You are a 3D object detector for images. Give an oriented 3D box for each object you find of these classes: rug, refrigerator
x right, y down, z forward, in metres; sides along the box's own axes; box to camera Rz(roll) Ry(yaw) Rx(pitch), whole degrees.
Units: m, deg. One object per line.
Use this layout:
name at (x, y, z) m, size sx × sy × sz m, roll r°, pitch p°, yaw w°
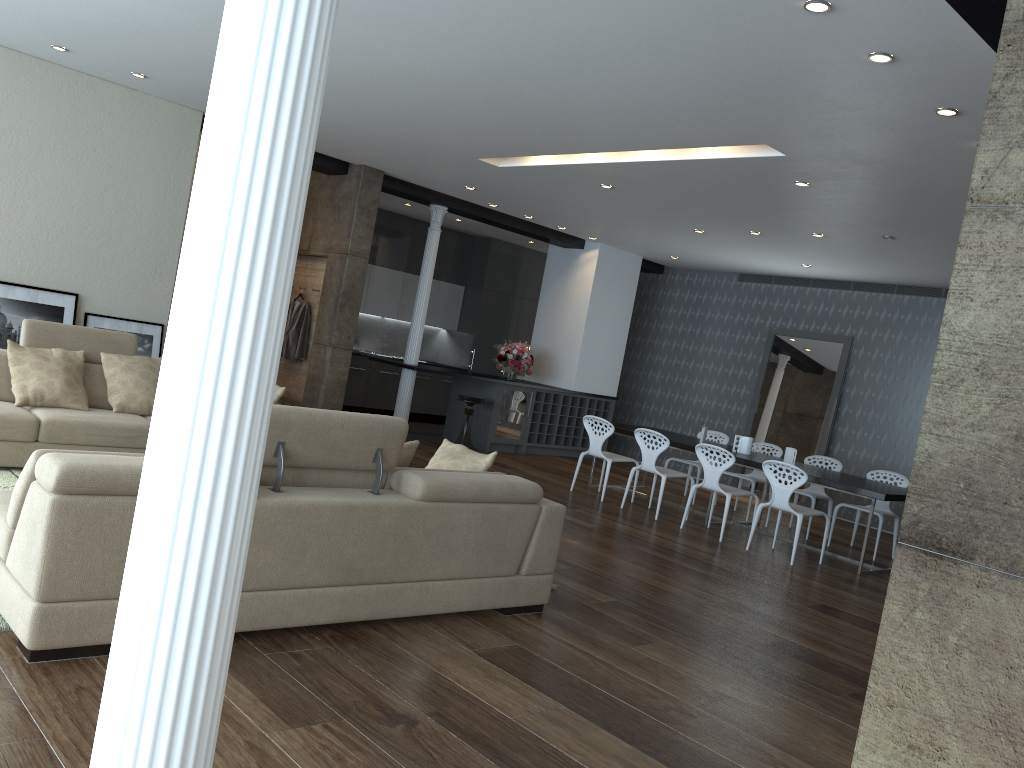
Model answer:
rug at (-2.255, 0.762, 4.913) m, size 4.231 × 0.020 × 2.972 m, roll 8°, pitch 3°, yaw -43°
refrigerator at (-0.008, 0.399, 11.573) m, size 0.578 × 0.774 × 0.075 m, roll 9°, pitch 3°, yaw -39°

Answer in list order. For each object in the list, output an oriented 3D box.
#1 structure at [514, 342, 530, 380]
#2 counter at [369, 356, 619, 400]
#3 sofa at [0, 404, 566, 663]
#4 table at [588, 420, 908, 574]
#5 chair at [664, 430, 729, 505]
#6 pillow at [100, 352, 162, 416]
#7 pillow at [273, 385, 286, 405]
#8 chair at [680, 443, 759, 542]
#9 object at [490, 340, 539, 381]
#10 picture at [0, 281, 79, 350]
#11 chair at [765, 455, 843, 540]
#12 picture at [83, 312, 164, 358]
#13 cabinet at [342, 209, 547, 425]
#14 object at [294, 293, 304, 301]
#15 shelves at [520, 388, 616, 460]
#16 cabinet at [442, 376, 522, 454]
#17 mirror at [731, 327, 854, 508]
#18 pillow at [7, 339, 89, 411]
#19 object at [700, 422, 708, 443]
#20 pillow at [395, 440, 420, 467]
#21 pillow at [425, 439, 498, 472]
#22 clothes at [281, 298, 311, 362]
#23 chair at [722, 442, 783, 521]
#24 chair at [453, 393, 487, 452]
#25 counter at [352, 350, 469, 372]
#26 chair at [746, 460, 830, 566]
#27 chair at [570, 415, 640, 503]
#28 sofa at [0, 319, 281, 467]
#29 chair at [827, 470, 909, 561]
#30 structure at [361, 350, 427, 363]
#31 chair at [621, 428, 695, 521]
structure at (0.020, -0.397, 14.807) m, size 0.595 × 0.596 × 0.591 m, roll 8°, pitch 3°, yaw -43°
counter at (-0.119, -0.054, 11.969) m, size 3.700 × 0.040 × 1.000 m, roll 8°, pitch 3°, yaw -43°
sofa at (-0.982, 0.552, 4.231) m, size 2.581 × 0.950 × 1.021 m, roll 8°, pitch 3°, yaw -43°
table at (2.346, 1.081, 9.055) m, size 1.200 × 0.733 × 3.400 m, roll 8°, pitch 3°, yaw -43°
chair at (2.153, 0.942, 10.311) m, size 0.581 × 0.835 × 0.495 m, roll 8°, pitch 3°, yaw -43°
pillow at (-2.751, -0.002, 6.557) m, size 0.301 × 0.439 × 0.534 m, roll 13°, pitch 3°, yaw 43°
pillow at (-2.047, 0.137, 6.904) m, size 0.518 × 0.393 × 0.395 m, roll 13°, pitch 3°, yaw 43°
chair at (1.927, 0.986, 8.176) m, size 0.581 × 0.835 × 0.495 m, roll 8°, pitch 3°, yaw -43°
object at (0.045, -0.321, 11.927) m, size 0.544 × 0.552 × 0.570 m, roll 9°, pitch 3°, yaw -37°
picture at (-4.255, -0.275, 7.300) m, size 1.183 × 1.140 × 0.225 m, roll 8°, pitch 3°, yaw -43°
chair at (3.091, 1.157, 9.287) m, size 0.581 × 0.835 × 0.495 m, roll 8°, pitch 3°, yaw -43°
picture at (-3.541, -0.096, 8.010) m, size 0.700 × 0.988 × 0.195 m, roll 8°, pitch 3°, yaw -43°
cabinet at (-0.749, -0.849, 14.159) m, size 7.409 × 2.980 × 0.827 m, roll 8°, pitch 3°, yaw -43°
object at (-2.439, -1.004, 10.221) m, size 0.010 × 0.219 × 0.430 m, roll 8°, pitch 3°, yaw -43°
shelves at (0.518, 0.512, 12.671) m, size 1.700 × 0.897 × 0.900 m, roll 8°, pitch 3°, yaw -43°
cabinet at (-0.328, 0.388, 11.871) m, size 0.642 × 0.897 × 0.900 m, roll 8°, pitch 3°, yaw -43°
mirror at (3.651, 0.424, 11.661) m, size 0.240 × 2.294 × 1.200 m, roll 8°, pitch 3°, yaw -43°
pillow at (-3.196, -0.055, 6.121) m, size 0.368 × 0.416 × 0.519 m, roll 13°, pitch 3°, yaw 42°
object at (2.019, 0.515, 9.394) m, size 0.076 × 0.233 × 0.161 m, roll 12°, pitch 3°, yaw 28°
pillow at (-0.766, 0.453, 4.389) m, size 0.534 × 0.439 × 0.301 m, roll 9°, pitch 3°, yaw -40°
pillow at (-0.380, 0.519, 5.083) m, size 0.395 × 0.393 × 0.518 m, roll 9°, pitch 3°, yaw -40°
clothes at (-2.528, -0.626, 10.234) m, size 0.173 × 0.735 × 0.700 m, roll 8°, pitch 3°, yaw -45°
chair at (2.622, 1.049, 9.799) m, size 0.581 × 0.835 × 0.495 m, roll 8°, pitch 3°, yaw -43°
chair at (1.050, 1.029, 8.044) m, size 16.134 × 0.952 × 21.556 m, roll 8°, pitch 3°, yaw -43°
counter at (-2.260, -0.364, 12.892) m, size 3.597 × 0.223 × 0.807 m, roll 8°, pitch 3°, yaw -43°
chair at (2.405, 1.095, 7.682) m, size 0.581 × 0.835 × 0.495 m, roll 8°, pitch 3°, yaw -43°
chair at (0.976, 0.768, 9.234) m, size 0.581 × 0.835 × 0.495 m, roll 8°, pitch 3°, yaw -43°
sofa at (-2.949, 0.101, 6.379) m, size 2.581 × 0.950 × 1.021 m, roll 8°, pitch 3°, yaw -43°
chair at (3.560, 1.264, 8.775) m, size 0.581 × 0.835 × 0.495 m, roll 8°, pitch 3°, yaw -43°
structure at (-1.776, -0.401, 13.270) m, size 0.900 × 0.066 × 0.520 m, roll 8°, pitch 3°, yaw -43°
chair at (1.441, 0.874, 8.720) m, size 0.581 × 0.835 × 0.495 m, roll 8°, pitch 3°, yaw -43°
